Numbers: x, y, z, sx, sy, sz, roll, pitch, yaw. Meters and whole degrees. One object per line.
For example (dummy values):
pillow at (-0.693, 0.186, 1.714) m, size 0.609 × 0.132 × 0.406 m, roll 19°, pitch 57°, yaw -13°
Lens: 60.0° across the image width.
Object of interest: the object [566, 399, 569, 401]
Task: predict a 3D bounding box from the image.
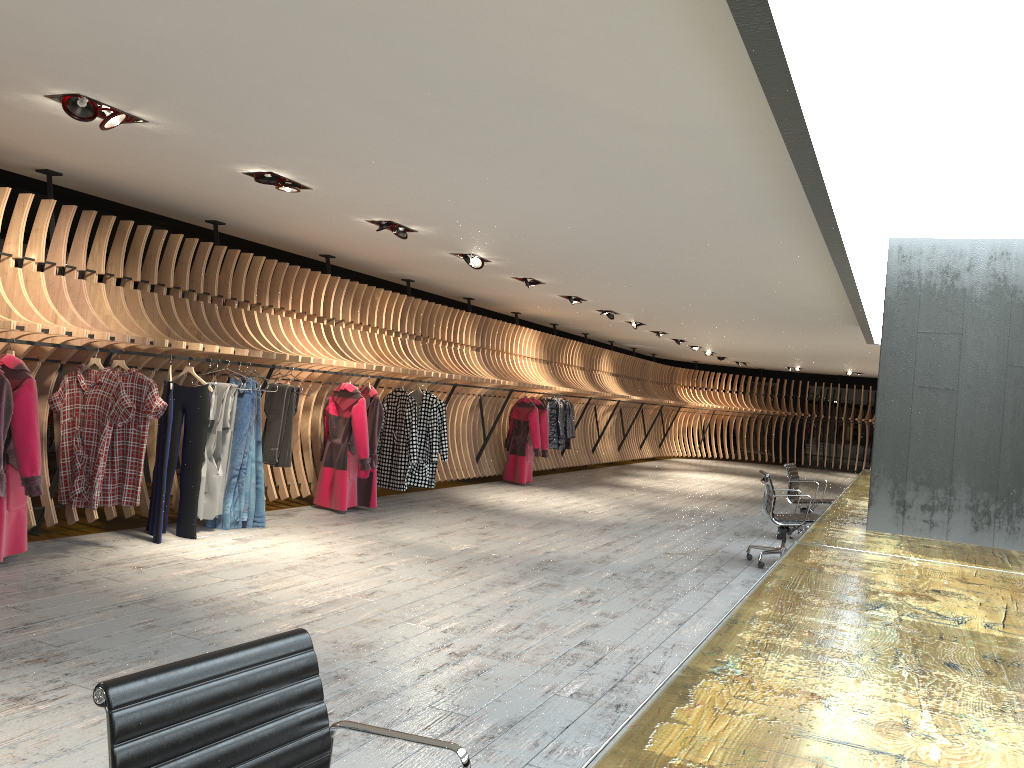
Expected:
object at (0.963, 0.301, 15.384) m, size 0.010 × 0.226 × 0.440 m, roll 6°, pitch -1°, yaw -26°

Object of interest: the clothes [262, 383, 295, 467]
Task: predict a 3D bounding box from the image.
clothes at (-2.173, 0.384, 8.212) m, size 0.278 × 0.767 × 0.263 m, roll 4°, pitch -2°, yaw 31°

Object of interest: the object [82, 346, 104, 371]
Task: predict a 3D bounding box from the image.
object at (-2.985, -0.135, 6.348) m, size 0.525 × 0.270 × 0.012 m, roll 5°, pitch -2°, yaw 24°

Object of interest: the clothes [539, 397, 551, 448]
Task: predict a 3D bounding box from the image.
clothes at (0.487, 0.635, 14.280) m, size 0.166 × 0.854 × 0.745 m, roll 6°, pitch -1°, yaw -21°

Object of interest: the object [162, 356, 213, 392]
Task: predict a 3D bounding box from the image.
object at (-2.626, -0.091, 7.202) m, size 0.525 × 0.270 × 0.012 m, roll 5°, pitch -2°, yaw 24°

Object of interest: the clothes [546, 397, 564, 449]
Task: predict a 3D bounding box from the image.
clothes at (0.625, 0.637, 14.525) m, size 0.501 × 0.854 × 0.244 m, roll 5°, pitch -2°, yaw 8°

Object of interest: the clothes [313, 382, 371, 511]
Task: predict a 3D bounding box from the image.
clothes at (-1.756, 0.639, 9.278) m, size 0.840 × 1.312 × 0.320 m, roll 4°, pitch -2°, yaw 43°

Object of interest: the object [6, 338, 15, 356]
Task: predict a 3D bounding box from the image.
object at (-3.266, -0.166, 5.765) m, size 0.525 × 0.270 × 0.012 m, roll 5°, pitch -2°, yaw 34°

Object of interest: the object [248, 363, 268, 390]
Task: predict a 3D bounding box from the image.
object at (-2.305, -0.061, 7.943) m, size 0.023 × 0.256 × 0.548 m, roll 7°, pitch -2°, yaw -41°

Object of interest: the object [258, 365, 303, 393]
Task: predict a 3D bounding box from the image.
object at (-2.160, -0.054, 8.232) m, size 0.549 × 0.243 × 0.023 m, roll 5°, pitch -2°, yaw 25°

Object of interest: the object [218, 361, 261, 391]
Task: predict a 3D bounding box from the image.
object at (-2.384, -0.078, 7.730) m, size 0.549 × 0.243 × 0.023 m, roll 5°, pitch -2°, yaw 30°

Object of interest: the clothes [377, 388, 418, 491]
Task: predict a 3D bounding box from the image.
clothes at (-1.318, 0.630, 10.240) m, size 0.773 × 1.161 × 0.191 m, roll 4°, pitch -2°, yaw 44°

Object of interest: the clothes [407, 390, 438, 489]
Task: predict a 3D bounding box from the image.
clothes at (-1.213, 0.642, 10.512) m, size 0.773 × 1.161 × 0.191 m, roll 5°, pitch -2°, yaw 24°

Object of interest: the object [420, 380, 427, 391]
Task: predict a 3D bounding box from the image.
object at (-1.083, 0.088, 10.712) m, size 0.525 × 0.270 × 0.012 m, roll 5°, pitch -2°, yaw 14°

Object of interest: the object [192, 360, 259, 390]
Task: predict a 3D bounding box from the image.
object at (-2.443, -0.087, 7.584) m, size 0.549 × 0.243 × 0.023 m, roll 5°, pitch -2°, yaw -15°

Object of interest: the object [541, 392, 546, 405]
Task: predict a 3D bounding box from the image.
object at (0.494, 0.243, 14.308) m, size 0.010 × 0.226 × 0.440 m, roll 6°, pitch -1°, yaw -16°

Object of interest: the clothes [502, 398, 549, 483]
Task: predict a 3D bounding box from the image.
clothes at (0.223, 0.872, 13.958) m, size 0.840 × 1.317 × 0.318 m, roll 4°, pitch -2°, yaw 31°

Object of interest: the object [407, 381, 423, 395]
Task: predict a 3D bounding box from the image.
object at (-1.138, 0.081, 10.539) m, size 0.525 × 0.270 × 0.012 m, roll 5°, pitch -2°, yaw 24°

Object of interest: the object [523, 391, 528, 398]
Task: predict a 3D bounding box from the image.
object at (0.208, 0.236, 13.687) m, size 0.012 × 0.270 × 0.525 m, roll 6°, pitch -1°, yaw -36°

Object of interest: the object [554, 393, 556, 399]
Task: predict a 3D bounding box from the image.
object at (0.691, 0.272, 14.801) m, size 0.016 × 0.242 × 0.439 m, roll 7°, pitch -2°, yaw -41°

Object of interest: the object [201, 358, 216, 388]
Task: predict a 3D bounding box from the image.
object at (-2.525, -0.096, 7.397) m, size 0.023 × 0.243 × 0.549 m, roll 6°, pitch -1°, yaw -30°

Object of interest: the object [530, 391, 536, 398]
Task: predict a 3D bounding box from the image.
object at (0.311, 0.258, 13.939) m, size 0.523 × 0.291 × 0.015 m, roll 5°, pitch -2°, yaw 34°

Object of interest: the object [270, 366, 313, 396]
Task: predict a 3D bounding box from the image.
object at (-2.110, -0.037, 8.419) m, size 0.547 × 0.262 × 0.023 m, roll 5°, pitch -2°, yaw 25°

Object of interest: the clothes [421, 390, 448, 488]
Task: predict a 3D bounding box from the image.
clothes at (-1.111, 0.653, 10.711) m, size 0.773 × 1.161 × 0.191 m, roll 5°, pitch -2°, yaw 14°

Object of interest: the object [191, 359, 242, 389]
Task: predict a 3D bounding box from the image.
object at (-2.487, -0.088, 7.485) m, size 0.549 × 0.250 × 0.023 m, roll 5°, pitch -2°, yaw 25°

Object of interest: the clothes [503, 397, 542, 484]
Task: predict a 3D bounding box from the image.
clothes at (0.177, 0.859, 13.675) m, size 0.320 × 1.312 × 0.840 m, roll 6°, pitch -2°, yaw -37°

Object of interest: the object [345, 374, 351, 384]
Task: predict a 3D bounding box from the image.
object at (-1.723, 0.016, 9.285) m, size 0.525 × 0.270 × 0.012 m, roll 4°, pitch -2°, yaw 44°

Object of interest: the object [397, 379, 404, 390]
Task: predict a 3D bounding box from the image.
object at (-1.295, 0.064, 10.253) m, size 0.525 × 0.270 × 0.012 m, roll 4°, pitch -2°, yaw 44°

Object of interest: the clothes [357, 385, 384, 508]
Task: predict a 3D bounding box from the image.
clothes at (-1.641, 0.652, 9.542) m, size 0.320 × 1.312 × 0.840 m, roll 6°, pitch -2°, yaw -37°

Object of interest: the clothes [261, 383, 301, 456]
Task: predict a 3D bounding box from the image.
clothes at (-2.214, 0.376, 8.420) m, size 0.336 × 0.776 × 0.254 m, roll 4°, pitch -2°, yaw 39°

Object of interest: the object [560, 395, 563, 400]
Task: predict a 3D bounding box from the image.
object at (0.802, 0.290, 15.055) m, size 0.438 × 0.244 × 0.010 m, roll 5°, pitch -2°, yaw 24°

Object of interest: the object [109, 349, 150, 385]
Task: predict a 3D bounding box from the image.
object at (-2.895, -0.118, 6.540) m, size 0.524 × 0.286 × 0.015 m, roll 5°, pitch -2°, yaw 9°

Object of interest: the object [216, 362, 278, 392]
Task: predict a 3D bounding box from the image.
object at (-2.335, -0.071, 7.825) m, size 0.549 × 0.243 × 0.023 m, roll 5°, pitch -2°, yaw -5°

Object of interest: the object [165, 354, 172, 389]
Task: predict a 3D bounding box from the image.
object at (-2.704, -0.101, 7.004) m, size 0.012 × 0.270 × 0.525 m, roll 6°, pitch -1°, yaw -26°

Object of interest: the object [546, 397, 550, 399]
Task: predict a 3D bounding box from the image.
object at (0.587, 0.254, 14.525) m, size 0.440 × 0.226 × 0.010 m, roll 5°, pitch -2°, yaw 14°

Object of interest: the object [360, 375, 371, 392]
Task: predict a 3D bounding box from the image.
object at (-1.561, 0.033, 9.565) m, size 0.012 × 0.270 × 0.525 m, roll 6°, pitch -1°, yaw -36°
